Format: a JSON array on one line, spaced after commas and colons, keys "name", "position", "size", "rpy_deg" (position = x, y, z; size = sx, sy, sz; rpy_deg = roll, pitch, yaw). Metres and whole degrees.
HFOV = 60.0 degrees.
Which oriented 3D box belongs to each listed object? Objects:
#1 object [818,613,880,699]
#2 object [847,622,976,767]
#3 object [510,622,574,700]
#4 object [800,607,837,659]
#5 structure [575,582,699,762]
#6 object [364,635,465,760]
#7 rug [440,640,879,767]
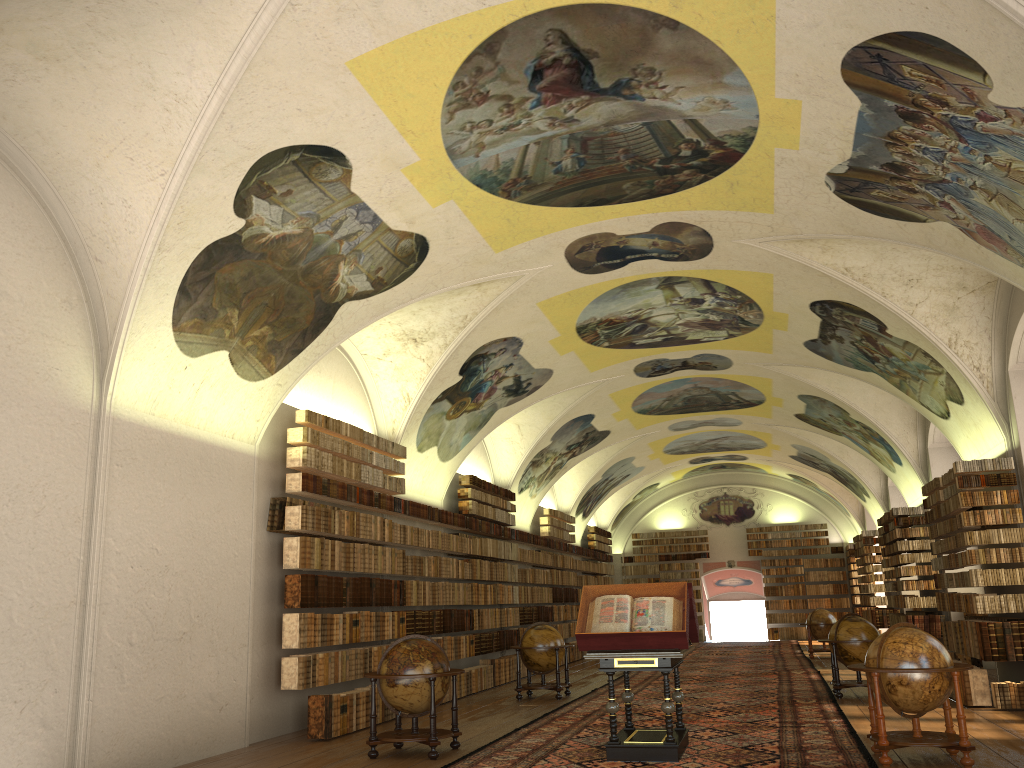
[{"name": "object", "position": [6.220, 4.881, 16.014], "size": [1.279, 1.442, 1.284], "rpy_deg": [4, -15, -21]}, {"name": "object", "position": [4.383, 3.358, 9.720], "size": [1.281, 1.442, 1.283], "rpy_deg": [8, -17, -36]}, {"name": "object", "position": [0.603, 5.446, 17.533], "size": [1.281, 1.442, 1.283], "rpy_deg": [8, -17, -36]}, {"name": "object", "position": [9.214, 7.364, 26.279], "size": [1.280, 1.442, 1.283], "rpy_deg": [6, -16, -31]}, {"name": "structure", "position": [1.586, 3.426, 10.701], "size": [1.246, 1.972, 1.899], "rpy_deg": [-6, -14, 15]}, {"name": "object", "position": [-1.232, 3.924, 11.238], "size": [1.279, 1.442, 1.284], "rpy_deg": [4, -15, -21]}, {"name": "rug", "position": [4.495, 6.590, 19.823], "size": [4.706, 0.064, 37.054], "rpy_deg": [-6, -15, 15]}]
